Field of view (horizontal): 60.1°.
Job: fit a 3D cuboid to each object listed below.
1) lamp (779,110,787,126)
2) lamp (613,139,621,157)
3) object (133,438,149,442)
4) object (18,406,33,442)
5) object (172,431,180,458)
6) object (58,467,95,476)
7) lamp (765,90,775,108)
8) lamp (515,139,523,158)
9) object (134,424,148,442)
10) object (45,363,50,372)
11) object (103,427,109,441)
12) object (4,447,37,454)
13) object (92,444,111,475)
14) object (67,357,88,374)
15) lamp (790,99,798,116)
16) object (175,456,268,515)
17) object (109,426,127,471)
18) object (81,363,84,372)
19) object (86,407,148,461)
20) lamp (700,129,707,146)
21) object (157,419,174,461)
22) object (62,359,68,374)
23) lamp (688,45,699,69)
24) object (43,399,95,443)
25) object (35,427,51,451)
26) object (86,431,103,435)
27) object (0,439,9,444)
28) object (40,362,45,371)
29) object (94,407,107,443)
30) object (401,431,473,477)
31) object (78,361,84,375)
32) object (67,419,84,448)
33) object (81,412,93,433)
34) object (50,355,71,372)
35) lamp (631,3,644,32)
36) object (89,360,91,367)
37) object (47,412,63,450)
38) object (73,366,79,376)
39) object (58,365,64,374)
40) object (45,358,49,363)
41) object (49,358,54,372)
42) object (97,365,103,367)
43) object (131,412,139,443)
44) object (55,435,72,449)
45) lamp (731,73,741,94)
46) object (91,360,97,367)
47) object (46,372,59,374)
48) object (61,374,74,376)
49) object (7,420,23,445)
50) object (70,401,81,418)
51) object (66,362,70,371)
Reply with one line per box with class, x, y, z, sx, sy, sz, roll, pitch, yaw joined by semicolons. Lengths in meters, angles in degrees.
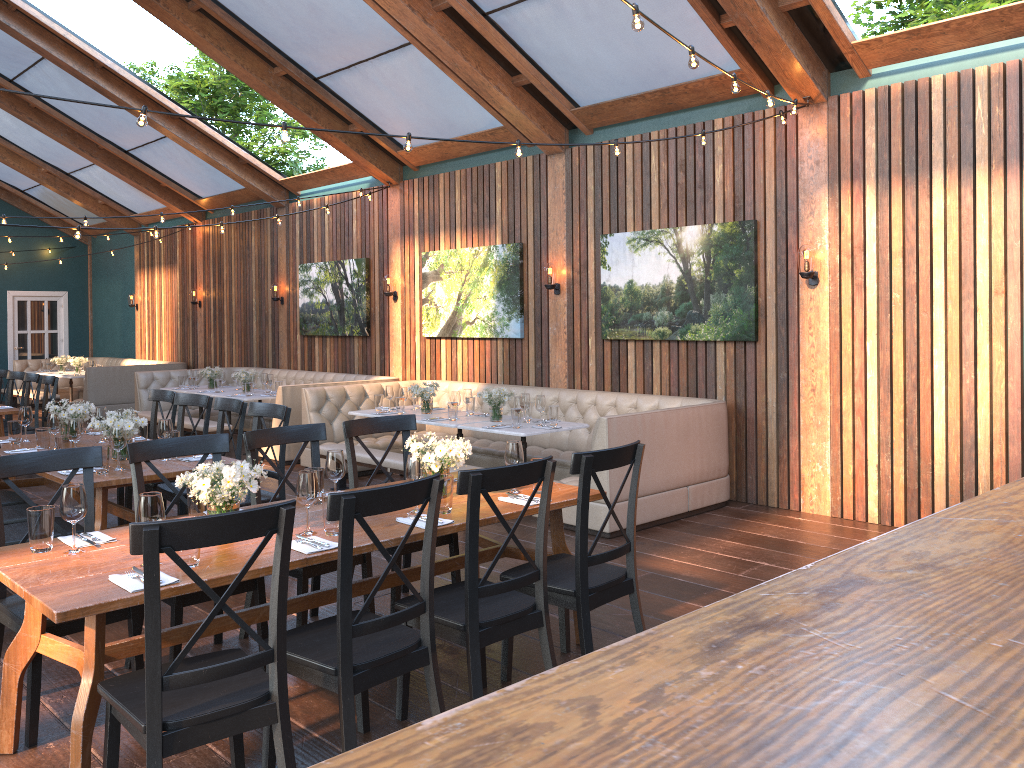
lamp;2.073;-2.036;6.770;0.065;0.118;0.056;0;1;6
lamp;0.729;-1.638;6.141;0.056;0.121;0.056;-1;1;-28
object;-2.664;0.389;6.141;0.255;0.019;0.157;-5;6;-43
object;-3.402;0.280;6.188;0.092;0.244;0.092;-1;1;4
object;-2.074;0.369;5.396;0.092;0.158;0.092;-1;1;-17
object;-2.375;0.477;4.923;0.255;0.019;0.157;-5;6;-43
lamp;1.690;-1.867;5.790;0.061;0.119;0.056;-1;1;-28
lamp;0.045;-1.545;5.807;0.056;0.121;0.056;-1;1;-10
object;-2.456;0.339;5.853;0.092;0.158;0.092;-1;1;-17
object;-8.356;-0.293;15.919;0.092;0.158;0.092;0;2;33
object;-2.824;0.315;6.216;0.092;0.158;0.092;-1;1;-17
object;-3.138;0.426;5.733;0.255;0.019;0.157;-5;6;-43
object;-2.244;0.412;4.839;0.092;0.158;0.092;-1;1;-17
object;-7.541;-0.335;15.364;0.336;0.309;0.329;-1;2;-1
lamp;2.056;-2.018;6.452;0.056;0.120;0.056;0;1;7
object;-1.108;0.433;3.383;0.336;0.309;0.329;-1;2;-11
object;-2.208;0.360;4.960;0.092;0.244;0.092;-1;1;-1
object;-7.698;-0.292;15.824;0.092;0.158;0.092;0;2;33
object;-2.355;0.301;5.324;0.336;0.309;0.330;0;3;13
lamp;1.403;-1.799;6.471;0.056;0.118;0.066;-1;1;-15
object;-2.071;0.334;5.286;0.092;0.244;0.092;-1;1;-1
object;-7.810;-0.307;15.462;0.092;0.244;0.092;-1;1;4
lamp;0.922;-1.658;4.491;0.056;0.120;0.056;0;1;6
object;-3.045;0.249;6.119;0.329;0.309;0.337;-1;3;-9
object;-2.993;0.361;5.651;0.092;0.158;0.092;-1;1;-17
object;-3.061;0.360;6.586;0.255;0.019;0.157;-5;6;-43
object;-3.560;0.397;6.157;0.255;0.019;0.157;-5;6;-43
object;-8.603;-0.313;16.229;0.092;0.158;0.092;0;2;33
object;-2.832;0.282;6.094;0.092;0.244;0.092;-1;1;-1
object;-0.334;0.372;4.096;0.329;0.309;0.337;0;3;12
object;-7.258;-0.270;14.887;0.092;0.244;0.092;-1;1;4
object;-2.641;0.335;5.353;0.092;0.244;0.092;-1;1;-1
object;-3.207;0.286;6.666;0.092;0.158;0.092;-1;1;-7
object;-8.126;-0.373;15.956;0.329;0.309;0.337;0;3;11
lamp;0.544;-1.586;3.831;0.056;0.120;0.056;-1;1;2
object;-7.199;-0.292;15.173;0.092;0.244;0.092;-1;1;4
object;-2.975;0.310;5.759;0.092;0.244;0.092;-1;1;-1
object;-7.276;-0.219;14.780;0.092;0.158;0.092;0;2;33
object;-7.828;-0.256;15.354;0.092;0.158;0.092;0;2;33
object;-8.496;-0.356;16.210;0.092;0.244;0.092;-1;1;-1
object;-8.338;-0.344;16.026;0.092;0.244;0.092;-1;1;-1
object;-6.968;-0.235;14.953;0.092;0.158;0.092;0;2;33
object;-2.464;0.305;5.735;0.092;0.244;0.092;-1;1;-1
object;-2.659;0.386;5.246;0.092;0.158;0.092;-1;1;-17
lamp;1.300;-1.749;5.150;0.059;0.119;0.056;-1;1;0
object;-7.077;-0.278;14.972;0.092;0.244;0.092;-1;1;4
object;-7.973;-0.191;15.436;0.255;0.019;0.157;-5;6;-43
object;-7.420;-0.154;14.862;0.255;0.019;0.157;-5;6;-43
object;-3.408;0.332;6.068;0.092;0.158;0.092;-1;1;3
object;-3.223;0.253;6.536;0.092;0.244;0.092;-1;1;4
object;-8.251;-0.330;16.403;0.092;0.158;0.092;0;2;33
